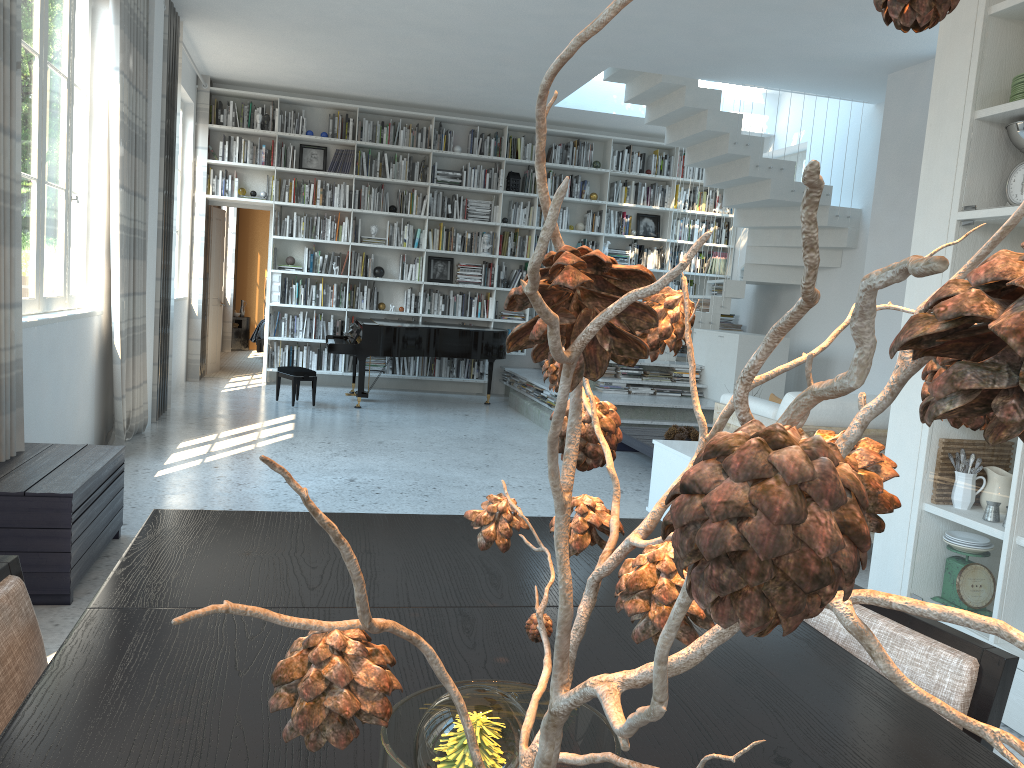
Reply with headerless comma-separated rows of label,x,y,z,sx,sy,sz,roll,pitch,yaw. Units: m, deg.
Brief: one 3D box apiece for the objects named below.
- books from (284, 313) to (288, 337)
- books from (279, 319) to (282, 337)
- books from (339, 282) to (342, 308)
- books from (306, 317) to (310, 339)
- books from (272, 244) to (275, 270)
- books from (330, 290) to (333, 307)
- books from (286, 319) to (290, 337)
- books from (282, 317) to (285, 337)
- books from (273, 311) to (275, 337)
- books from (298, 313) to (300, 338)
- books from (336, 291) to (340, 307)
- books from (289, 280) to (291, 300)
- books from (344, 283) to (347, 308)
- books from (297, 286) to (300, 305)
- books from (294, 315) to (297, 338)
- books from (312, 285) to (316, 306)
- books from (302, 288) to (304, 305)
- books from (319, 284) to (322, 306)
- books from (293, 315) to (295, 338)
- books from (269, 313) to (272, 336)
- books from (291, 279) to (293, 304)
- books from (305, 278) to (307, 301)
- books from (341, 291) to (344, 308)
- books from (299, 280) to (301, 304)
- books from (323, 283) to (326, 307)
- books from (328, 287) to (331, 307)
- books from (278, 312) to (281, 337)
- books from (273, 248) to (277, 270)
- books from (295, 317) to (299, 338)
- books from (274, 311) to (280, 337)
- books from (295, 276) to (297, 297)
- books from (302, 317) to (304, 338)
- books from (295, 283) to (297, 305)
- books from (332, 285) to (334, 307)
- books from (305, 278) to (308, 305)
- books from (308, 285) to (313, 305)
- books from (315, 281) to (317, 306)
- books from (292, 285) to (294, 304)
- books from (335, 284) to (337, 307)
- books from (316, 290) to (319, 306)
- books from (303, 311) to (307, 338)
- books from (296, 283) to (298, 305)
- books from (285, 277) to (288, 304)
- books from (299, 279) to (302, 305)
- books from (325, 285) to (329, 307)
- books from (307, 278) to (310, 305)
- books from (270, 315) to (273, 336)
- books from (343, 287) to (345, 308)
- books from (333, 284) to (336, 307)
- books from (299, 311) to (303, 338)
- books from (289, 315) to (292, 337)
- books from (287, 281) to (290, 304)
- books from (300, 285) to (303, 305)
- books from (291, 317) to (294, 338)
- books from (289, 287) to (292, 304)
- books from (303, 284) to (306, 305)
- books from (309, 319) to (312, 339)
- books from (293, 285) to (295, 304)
books,-2.551,-0.664,9.998,0.029,0.266,0.171,3,6,-13
books,-2.605,-0.635,10.006,0.024,0.198,0.148,3,6,-13
books,-1.946,-1.012,10.082,0.014,0.286,0.179,3,6,-13
books,-2.317,-0.640,10.073,0.031,0.239,0.132,3,7,-13
books,-2.661,-1.418,9.892,0.012,0.285,0.159,3,7,-13
books,-2.055,-0.974,10.085,0.023,0.194,0.139,3,6,-13
books,-2.532,-0.632,10.029,0.025,0.200,0.136,3,6,-13
books,-2.577,-0.642,9.989,0.022,0.221,0.187,3,6,-13
books,-2.673,-0.675,9.955,0.011,0.277,0.189,3,6,-13
books,-2.413,-0.663,10.052,0.013,0.274,0.145,3,7,-13
books,-1.981,-0.964,10.100,0.041,0.182,0.141,3,6,-13
books,-2.496,-1.031,9.959,0.007,0.264,0.176,3,6,-13
books,-1.901,-1.009,10.122,0.024,0.280,0.135,3,7,-13
books,-2.409,-1.003,10.007,0.016,0.211,0.145,3,6,-13
books,-2.445,-0.651,10.013,0.010,0.253,0.177,3,6,-13
books,-2.240,-1.001,10.028,0.027,0.230,0.158,3,6,-13
books,-2.357,-0.986,9.989,0.016,0.189,0.183,3,6,-13
books,-2.171,-1.009,10.042,0.026,0.254,0.176,3,6,-13
books,-2.457,-0.654,10.015,0.013,0.257,0.189,3,6,-13
books,-2.719,-0.669,9.977,0.012,0.254,0.160,3,6,-13
books,-2.471,-1.038,9.969,0.008,0.280,0.164,3,7,-13
books,-2.333,-1.043,10.025,0.009,0.299,0.141,3,7,-13
books,-1.938,-0.965,10.123,0.023,0.187,0.130,3,6,-13
books,-2.393,-1.034,9.997,0.009,0.278,0.157,3,7,-13
books,-2.124,-1.009,10.042,0.028,0.261,0.180,3,6,-13
books,-2.077,-0.993,10.075,0.025,0.229,0.153,3,6,-13
books,-2.619,-0.673,9.997,0.010,0.274,0.150,3,7,-13
books,-2.641,-1.395,9.889,0.028,0.243,0.156,3,6,-13
books,-2.430,-0.640,10.032,0.028,0.229,0.157,3,6,-13
books,-2.644,-0.677,9.971,0.052,0.284,0.172,3,6,-13
books,-2.435,-1.054,9.978,0.006,0.315,0.145,3,7,-13
books,-2.375,-0.640,10.059,0.012,0.233,0.148,3,6,-13
books,-2.427,-1.018,9.982,0.014,0.243,0.170,3,6,-13
books,-2.036,-0.999,10.082,0.010,0.246,0.160,3,6,-13
books,-2.312,-1.039,9.993,0.019,0.300,0.179,3,7,-13
books,-2.278,-1.005,10.036,0.045,0.230,0.137,3,7,-13
books,-2.217,-1.026,10.028,0.014,0.282,0.150,3,7,-13
books,-2.464,-1.008,9.981,0.015,0.218,0.176,3,6,-13
books,-2.004,-1.004,10.090,0.013,0.260,0.142,3,7,-13
books,-2.198,-0.974,10.030,0.029,0.182,0.189,3,6,-13
books,-2.343,-0.673,10.041,0.039,0.308,0.172,3,7,-13
books,-2.413,-1.016,9.971,0.009,0.245,0.184,3,6,-13
books,-2.529,-1.050,9.961,0.014,0.294,0.171,3,7,-13
books,-2.379,-1.035,9.976,0.007,0.287,0.182,3,6,-13
books,-2.099,-1.002,10.054,0.028,0.249,0.158,3,6,-13
books,-2.299,-1.042,10.008,0.012,0.306,0.189,3,6,-13
books,-2.697,-0.659,9.969,0.029,0.239,0.154,3,6,-13
books,-1.914,-0.988,10.099,0.010,0.240,0.174,3,6,-13
books,-2.016,-1.006,10.068,0.021,0.266,0.185,3,6,-13
books,-2.391,-0.674,10.048,0.027,0.300,0.142,3,7,-13
books,-2.508,-0.655,10.036,0.022,0.248,0.133,3,7,-13
books,-2.515,-1.031,9.975,0.022,0.257,0.141,3,7,-13
books,-2.373,-1.002,9.988,0.015,0.219,0.189,3,6,-13
books,-2.478,-0.638,10.010,0.028,0.223,0.188,3,6,-13
books,-2.483,-0.992,9.951,0.019,0.189,0.193,3,6,-13
books,-2.347,-1.010,10.024,0.016,0.231,0.136,3,7,-13
books,-2.288,-0.631,10.077,0.028,0.225,0.134,3,7,-13
books,-2.447,-1.005,9.972,0.015,0.217,0.179,3,6,-13
